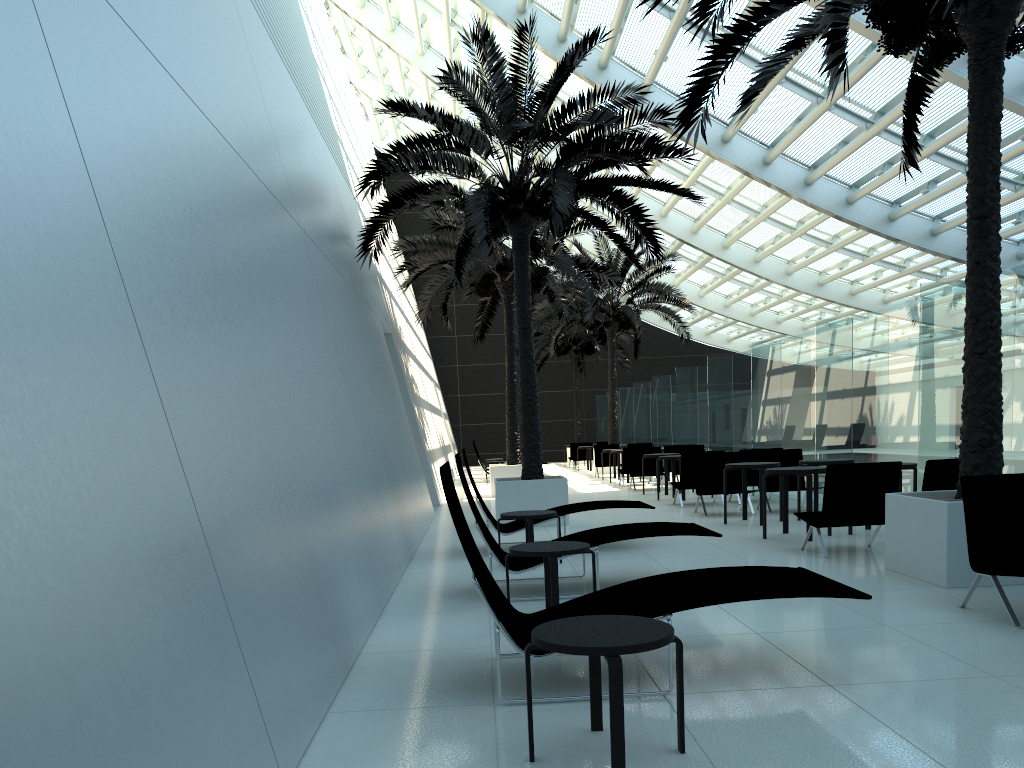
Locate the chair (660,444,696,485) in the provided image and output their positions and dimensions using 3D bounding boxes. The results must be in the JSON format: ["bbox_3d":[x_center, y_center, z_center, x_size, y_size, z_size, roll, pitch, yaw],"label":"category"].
[{"bbox_3d":[3.752,1.830,19.973,0.716,0.897,0.879,-3,2,-2],"label":"chair"}]

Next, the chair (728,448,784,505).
[{"bbox_3d":[3.964,1.498,14.338,0.716,0.897,0.879,-3,2,-2],"label":"chair"}]

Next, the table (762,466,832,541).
[{"bbox_3d":[3.178,1.324,9.703,0.679,0.789,0.673,0,4,41],"label":"table"}]

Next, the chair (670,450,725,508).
[{"bbox_3d":[3.033,1.538,14.308,0.716,0.897,0.879,-3,2,-2],"label":"chair"}]

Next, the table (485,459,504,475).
[{"bbox_3d":[-0.555,2.666,27.975,0.554,0.522,0.549,-1,2,41],"label":"table"}]

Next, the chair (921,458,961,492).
[{"bbox_3d":[4.181,1.157,8.551,0.716,0.897,0.879,-3,2,-2],"label":"chair"}]

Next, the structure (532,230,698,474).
[{"bbox_3d":[2.877,-0.866,25.643,4.815,7.096,4.397,-3,4,-8],"label":"structure"}]

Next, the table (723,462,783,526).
[{"bbox_3d":[3.126,1.419,11.318,0.680,0.789,0.672,-1,3,36],"label":"table"}]

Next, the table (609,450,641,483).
[{"bbox_3d":[2.749,1.997,21.125,0.679,0.789,0.673,0,4,41],"label":"table"}]

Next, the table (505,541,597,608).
[{"bbox_3d":[0.268,1.372,6.011,0.554,0.522,0.549,-1,2,41],"label":"table"}]

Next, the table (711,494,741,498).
[{"bbox_3d":[3.929,1.624,15.520,0.679,0.789,0.673,0,4,41],"label":"table"}]

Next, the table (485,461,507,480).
[{"bbox_3d":[-0.456,2.510,25.326,0.554,0.522,0.549,-1,2,41],"label":"table"}]

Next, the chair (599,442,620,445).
[{"bbox_3d":[3.379,2.394,29.538,0.716,0.897,0.879,-3,2,-2],"label":"chair"}]

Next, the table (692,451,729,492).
[{"bbox_3d":[3.883,1.709,16.984,0.680,0.789,0.672,-1,3,36],"label":"table"}]

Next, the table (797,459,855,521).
[{"bbox_3d":[4.094,1.378,11.349,0.680,0.789,0.672,-1,3,36],"label":"table"}]

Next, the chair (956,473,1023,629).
[{"bbox_3d":[3.352,1.014,5.400,0.716,0.897,0.879,-3,2,-2],"label":"chair"}]

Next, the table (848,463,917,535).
[{"bbox_3d":[4.146,1.283,9.733,0.679,0.789,0.673,0,4,41],"label":"table"}]

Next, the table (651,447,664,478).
[{"bbox_3d":[3.673,2.039,22.585,0.680,0.789,0.672,-1,3,36],"label":"table"}]

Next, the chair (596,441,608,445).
[{"bbox_3d":[3.330,2.493,31.234,0.716,0.897,0.879,-3,2,-2],"label":"chair"}]

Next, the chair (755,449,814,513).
[{"bbox_3d":[4.013,1.398,12.630,0.716,0.897,0.879,-3,2,-2],"label":"chair"}]

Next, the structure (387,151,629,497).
[{"bbox_3d":[-0.196,-1.096,18.131,4.290,6.968,4.577,0,5,31],"label":"structure"}]

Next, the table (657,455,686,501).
[{"bbox_3d":[2.961,1.665,15.490,0.679,0.789,0.673,0,4,41],"label":"table"}]

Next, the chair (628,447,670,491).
[{"bbox_3d":[2.870,1.771,18.249,0.716,0.897,0.879,-3,2,-2],"label":"chair"}]

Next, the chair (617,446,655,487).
[{"bbox_3d":[2.821,1.870,19.944,0.716,0.897,0.879,-3,2,-2],"label":"chair"}]

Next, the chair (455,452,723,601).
[{"bbox_3d":[0.592,1.096,7.144,2.036,1.170,0.913,-3,3,-2],"label":"chair"}]

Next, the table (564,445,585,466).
[{"bbox_3d":[2.327,2.660,32.386,0.673,0.789,0.679,-5,4,-45],"label":"table"}]

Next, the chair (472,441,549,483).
[{"bbox_3d":[-0.036,2.082,23.890,2.036,1.170,0.913,-3,3,-2],"label":"chair"}]

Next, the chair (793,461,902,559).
[{"bbox_3d":[3.250,1.197,8.522,0.716,0.897,0.879,-3,2,-2],"label":"chair"}]

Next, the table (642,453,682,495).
[{"bbox_3d":[2.915,1.751,16.954,0.680,0.789,0.672,-1,3,36],"label":"table"}]

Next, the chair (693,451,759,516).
[{"bbox_3d":[3.082,1.438,12.600,0.716,0.897,0.879,-3,2,-2],"label":"chair"}]

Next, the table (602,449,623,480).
[{"bbox_3d":[2.705,2.081,22.555,0.680,0.789,0.672,-1,3,36],"label":"table"}]

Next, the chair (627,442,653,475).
[{"bbox_3d":[3.592,2.059,23.853,0.716,0.897,0.879,-3,2,-2],"label":"chair"}]

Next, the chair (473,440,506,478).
[{"bbox_3d":[-0.132,2.233,26.459,2.036,1.170,0.913,-3,3,-2],"label":"chair"}]

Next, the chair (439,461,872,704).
[{"bbox_3d":[0.688,0.945,4.575,2.036,1.170,0.913,-3,3,-2],"label":"chair"}]

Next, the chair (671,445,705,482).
[{"bbox_3d":[3.801,1.731,18.278,0.716,0.897,0.879,-3,2,-2],"label":"chair"}]

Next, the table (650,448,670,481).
[{"bbox_3d":[3.718,1.955,21.155,0.679,0.789,0.673,0,4,41],"label":"table"}]

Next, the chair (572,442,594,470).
[{"bbox_3d":[2.448,2.434,29.509,0.716,0.897,0.879,-3,2,-2],"label":"chair"}]

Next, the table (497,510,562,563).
[{"bbox_3d":[0.172,1.524,8.580,0.554,0.522,0.549,-1,2,41],"label":"table"}]

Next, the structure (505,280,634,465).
[{"bbox_3d":[2.598,-0.388,33.778,4.434,7.094,4.779,-4,4,-23],"label":"structure"}]

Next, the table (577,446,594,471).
[{"bbox_3d":[2.493,2.414,28.215,0.680,0.789,0.672,-1,3,36],"label":"table"}]

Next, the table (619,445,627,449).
[{"bbox_3d":[3.461,2.373,28.245,0.680,0.789,0.672,-1,3,36],"label":"table"}]

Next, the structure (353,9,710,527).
[{"bbox_3d":[0.235,-1.427,12.148,4.619,6.907,4.250,-4,5,-23],"label":"structure"}]

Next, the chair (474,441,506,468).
[{"bbox_3d":[-0.231,2.389,29.108,2.036,1.170,0.913,-3,3,-2],"label":"chair"}]

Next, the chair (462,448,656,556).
[{"bbox_3d":[0.496,1.247,9.713,2.036,1.170,0.913,-3,3,-2],"label":"chair"}]

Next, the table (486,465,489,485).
[{"bbox_3d":[-0.360,2.358,22.757,0.554,0.522,0.548,-1,2,36],"label":"table"}]

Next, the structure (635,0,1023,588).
[{"bbox_3d":[3.599,-1.992,6.523,4.828,7.096,4.386,-1,4,16],"label":"structure"}]

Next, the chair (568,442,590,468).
[{"bbox_3d":[2.399,2.533,31.205,0.716,0.897,0.879,-3,2,-2],"label":"chair"}]

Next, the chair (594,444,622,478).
[{"bbox_3d":[2.661,2.099,23.824,0.716,0.897,0.879,-3,2,-2],"label":"chair"}]

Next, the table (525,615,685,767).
[{"bbox_3d":[0.364,1.221,3.442,0.554,0.522,0.549,-1,2,41],"label":"table"}]
